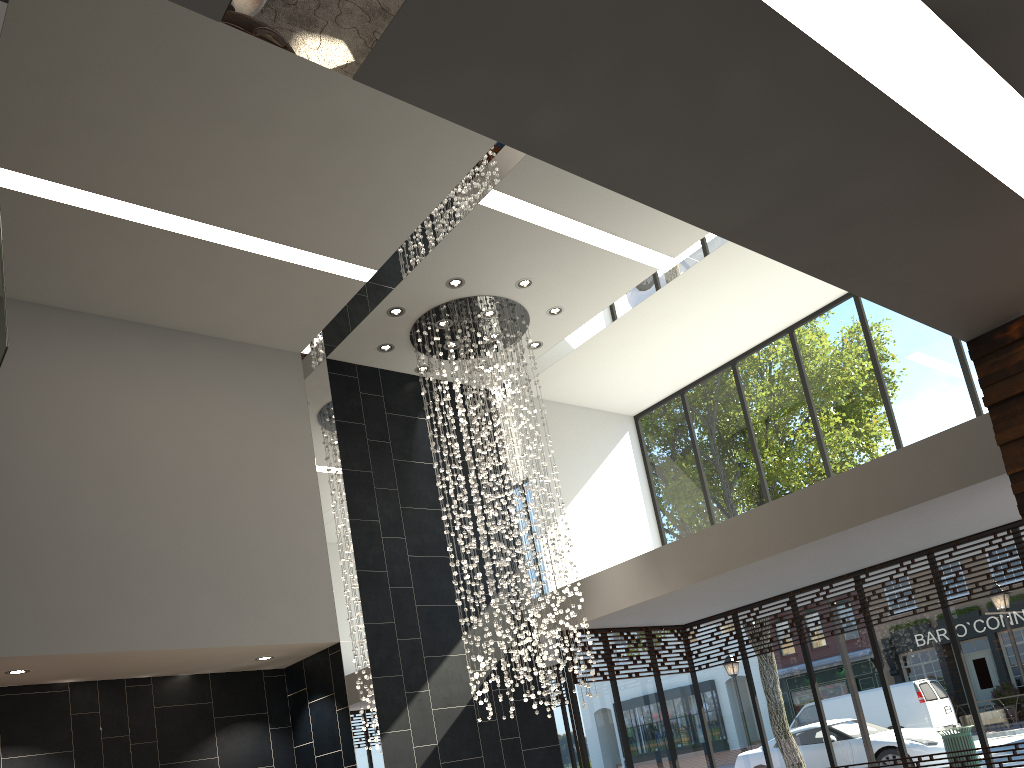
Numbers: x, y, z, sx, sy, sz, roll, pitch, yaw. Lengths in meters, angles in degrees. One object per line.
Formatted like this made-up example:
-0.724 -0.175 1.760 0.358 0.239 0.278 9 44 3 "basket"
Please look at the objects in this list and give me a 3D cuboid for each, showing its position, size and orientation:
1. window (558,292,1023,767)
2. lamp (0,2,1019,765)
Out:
3.321 1.649 8.921 2.366 5.637 6.510 1 -22 -40 "window"
-11.270 -40.450 12.018 396.810 107.158 429.761 -4 -24 -15 "lamp"
